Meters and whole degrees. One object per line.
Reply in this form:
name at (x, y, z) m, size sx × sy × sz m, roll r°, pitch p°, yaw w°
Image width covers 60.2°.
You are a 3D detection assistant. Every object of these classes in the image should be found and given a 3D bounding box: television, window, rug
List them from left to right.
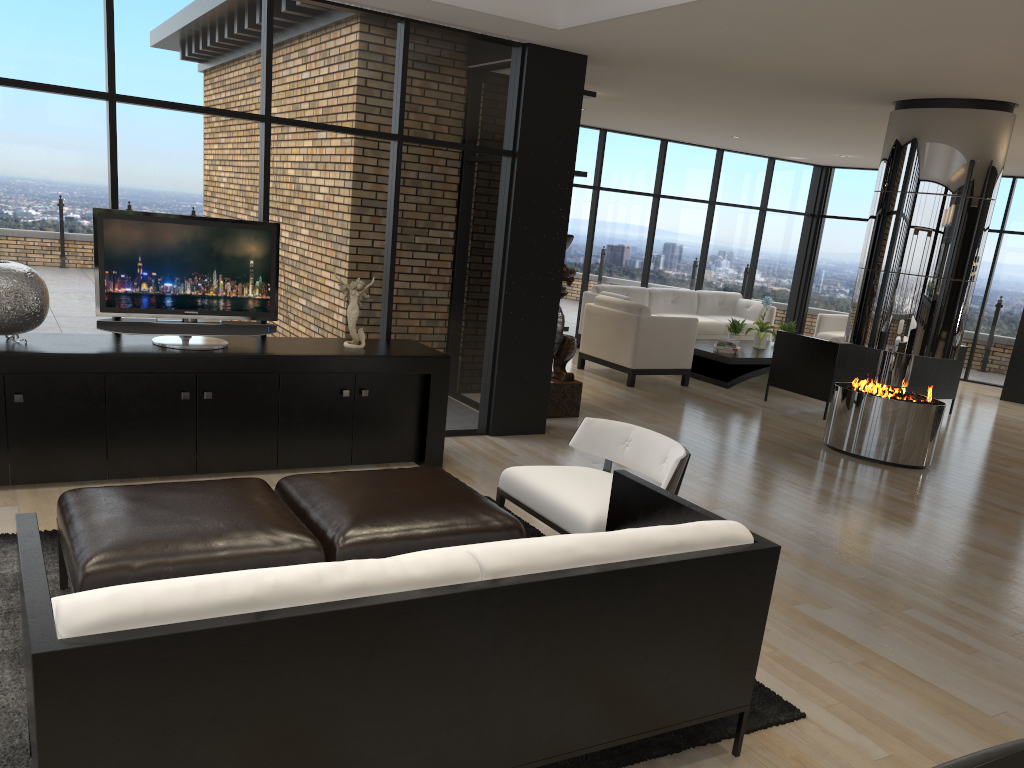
television at (-1.795, -0.577, 4.946) m, size 0.934 × 0.728 × 0.398 m, roll 3°, pitch 15°, yaw -13°
rug at (-0.858, 0.949, 3.481) m, size 3.028 × 0.012 × 2.431 m, roll 0°, pitch 13°, yaw -30°
window at (1.696, -1.707, 5.607) m, size 15.792 × 4.898 × 9.965 m, roll -5°, pitch 16°, yaw -43°

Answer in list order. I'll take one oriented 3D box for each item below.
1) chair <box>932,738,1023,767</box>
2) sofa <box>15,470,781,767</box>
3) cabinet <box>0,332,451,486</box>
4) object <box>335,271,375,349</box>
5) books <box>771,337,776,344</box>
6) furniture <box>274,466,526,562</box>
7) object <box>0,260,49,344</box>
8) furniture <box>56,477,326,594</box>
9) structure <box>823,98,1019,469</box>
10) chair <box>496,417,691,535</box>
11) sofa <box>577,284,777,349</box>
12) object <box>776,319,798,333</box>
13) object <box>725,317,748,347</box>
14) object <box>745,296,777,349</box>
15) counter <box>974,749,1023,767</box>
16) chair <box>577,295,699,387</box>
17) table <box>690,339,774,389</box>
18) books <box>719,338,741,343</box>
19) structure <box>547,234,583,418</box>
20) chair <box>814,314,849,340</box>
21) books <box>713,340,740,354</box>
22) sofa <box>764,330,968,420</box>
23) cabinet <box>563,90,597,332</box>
chair at (0.714, 1.064, 1.209) m, size 0.475 × 0.986 × 0.508 m, roll -3°, pitch 17°, yaw -30°
sofa at (-0.288, 0.759, 2.641) m, size 2.028 × 0.822 × 0.821 m, roll -1°, pitch 15°, yaw -30°
cabinet at (-1.879, 0.136, 5.131) m, size 3.034 × 0.758 × 0.608 m, roll -1°, pitch 15°, yaw -30°
object at (-0.961, -0.450, 5.424) m, size 0.256 × 0.470 × 0.103 m, roll -3°, pitch 18°, yaw -29°
books at (3.459, -0.563, 11.278) m, size 0.222 × 0.129 × 0.303 m, roll 12°, pitch 13°, yaw 26°
furniture at (-0.507, 0.676, 3.799) m, size 0.826 × 0.494 × 0.811 m, roll -2°, pitch 14°, yaw -31°
object at (-2.630, -0.421, 4.521) m, size 0.457 × 0.417 × 0.460 m, roll 17°, pitch 17°, yaw 40°
furniture at (-1.241, 0.684, 3.370) m, size 0.826 × 0.494 × 0.811 m, roll -2°, pitch 14°, yaw -31°
structure at (3.163, -0.748, 6.982) m, size 0.582 × 2.807 × 0.877 m, roll -9°, pitch 21°, yaw -42°
chair at (0.422, 0.578, 4.284) m, size 0.683 × 0.691 × 0.789 m, roll -2°, pitch 15°, yaw -30°
sofa at (2.254, -0.815, 11.848) m, size 2.690 × 0.875 × 0.837 m, roll -1°, pitch 15°, yaw -30°
object at (3.382, -0.618, 10.883) m, size 0.280 × 0.378 × 0.212 m, roll 16°, pitch 18°, yaw 36°
object at (2.647, -0.613, 10.468) m, size 0.282 × 0.378 × 0.211 m, roll 11°, pitch 16°, yaw 21°
object at (3.042, -0.740, 10.619) m, size 0.356 × 0.646 × 0.361 m, roll 3°, pitch 15°, yaw -12°
counter at (0.778, 0.601, 0.542) m, size 3.109 × 0.032 × 1.156 m, roll -1°, pitch 13°, yaw -30°
chair at (1.393, -0.494, 9.761) m, size 0.853 × 0.876 × 0.981 m, roll -2°, pitch 15°, yaw -30°
table at (2.926, -0.260, 10.723) m, size 2.028 × 0.360 × 1.239 m, roll -1°, pitch 13°, yaw -31°
books at (2.472, -0.496, 10.015) m, size 0.154 × 0.027 × 0.181 m, roll -3°, pitch 15°, yaw -40°
structure at (0.259, -0.566, 7.579) m, size 0.516 × 1.631 × 0.715 m, roll -3°, pitch 18°, yaw -30°
chair at (4.631, -0.527, 11.648) m, size 0.853 × 0.876 × 0.981 m, roll -2°, pitch 15°, yaw -30°
books at (2.449, -0.424, 10.042) m, size 0.307 × 0.129 × 0.219 m, roll 7°, pitch 12°, yaw 7°
sofa at (3.757, -0.141, 9.360) m, size 2.028 × 0.822 × 0.821 m, roll -1°, pitch 15°, yaw -30°
cabinet at (-0.519, -1.541, 9.067) m, size 1.183 × 2.805 × 2.606 m, roll -3°, pitch 16°, yaw -29°
